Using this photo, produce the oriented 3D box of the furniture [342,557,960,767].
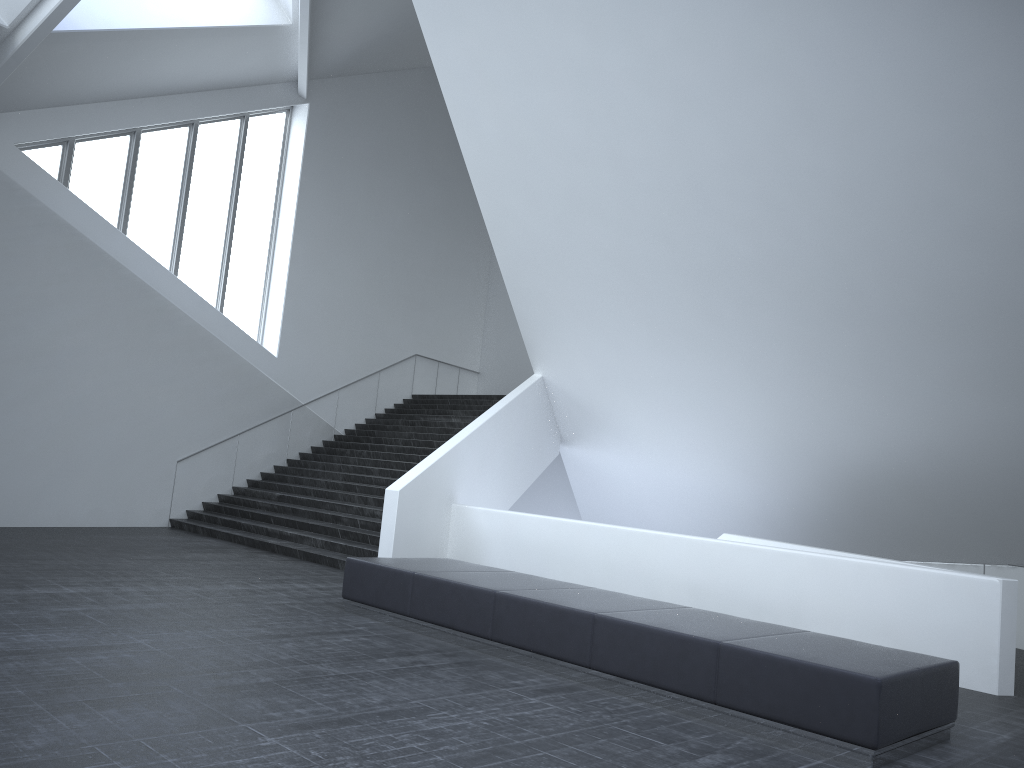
[{"bbox_3d":[0.741,2.247,8.048,5.742,0.580,1.488,0,-8,44],"label":"furniture"}]
